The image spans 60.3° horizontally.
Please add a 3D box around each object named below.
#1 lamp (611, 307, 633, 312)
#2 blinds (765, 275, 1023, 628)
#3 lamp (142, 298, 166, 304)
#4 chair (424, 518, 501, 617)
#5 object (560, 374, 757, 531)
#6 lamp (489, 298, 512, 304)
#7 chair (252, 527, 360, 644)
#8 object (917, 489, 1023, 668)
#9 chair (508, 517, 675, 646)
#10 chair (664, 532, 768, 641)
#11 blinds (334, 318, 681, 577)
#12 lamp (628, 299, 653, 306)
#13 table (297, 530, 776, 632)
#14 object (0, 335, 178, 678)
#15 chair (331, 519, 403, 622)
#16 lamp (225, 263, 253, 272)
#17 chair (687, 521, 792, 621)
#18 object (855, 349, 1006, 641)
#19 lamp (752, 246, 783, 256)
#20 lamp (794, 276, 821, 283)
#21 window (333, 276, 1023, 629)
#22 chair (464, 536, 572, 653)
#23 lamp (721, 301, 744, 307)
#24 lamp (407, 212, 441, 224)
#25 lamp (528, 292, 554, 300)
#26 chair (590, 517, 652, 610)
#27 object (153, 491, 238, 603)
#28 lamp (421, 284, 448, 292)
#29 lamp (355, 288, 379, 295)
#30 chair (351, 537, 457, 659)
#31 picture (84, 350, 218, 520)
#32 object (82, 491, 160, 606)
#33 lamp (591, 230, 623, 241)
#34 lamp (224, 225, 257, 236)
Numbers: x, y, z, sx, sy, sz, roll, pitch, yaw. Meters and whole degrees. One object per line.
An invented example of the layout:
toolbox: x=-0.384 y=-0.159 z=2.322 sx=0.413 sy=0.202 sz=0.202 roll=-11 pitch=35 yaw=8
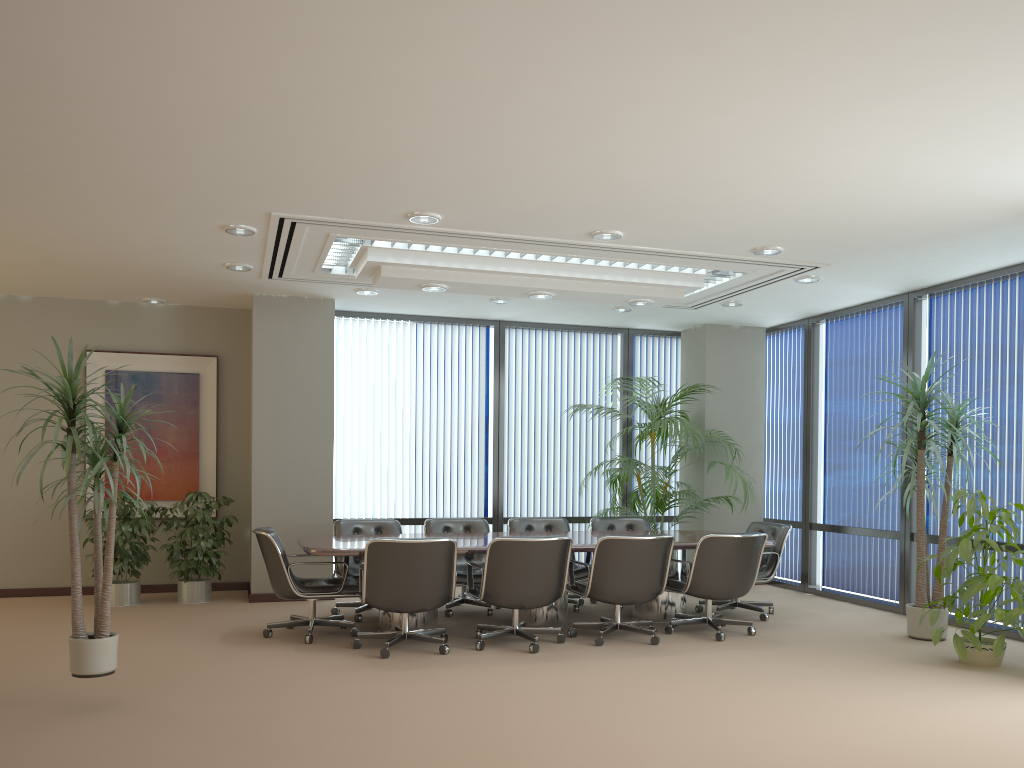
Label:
lamp: x=1.158 y=-0.781 z=9.276 sx=0.225 sy=0.035 sz=0.226 roll=0 pitch=-5 yaw=7
blinds: x=3.713 y=0.686 z=8.666 sx=0.050 sy=2.902 sz=4.944 roll=0 pitch=-4 yaw=-18
lamp: x=-3.680 y=-0.848 z=9.062 sx=0.225 sy=0.035 sz=0.226 roll=1 pitch=-5 yaw=-7
chair: x=-0.448 y=1.714 z=8.341 sx=0.759 sy=0.858 sz=0.854 roll=1 pitch=-2 yaw=-18
object: x=1.613 y=1.062 z=9.861 sx=2.166 sy=2.478 sz=2.093 roll=0 pitch=-2 yaw=3
lamp: x=-0.116 y=-0.831 z=8.872 sx=0.225 sy=0.035 sz=0.226 roll=0 pitch=-5 yaw=7
chair: x=-1.632 y=1.579 z=7.043 sx=0.853 sy=0.858 sz=0.760 roll=1 pitch=-2 yaw=-18
object: x=3.348 y=1.397 z=6.178 sx=0.980 sy=1.312 sz=0.857 roll=-1 pitch=-2 yaw=43
chair: x=0.614 y=1.673 z=7.800 sx=0.759 sy=0.856 sz=2.536 roll=1 pitch=-5 yaw=-18
chair: x=1.640 y=1.634 z=7.289 sx=0.735 sy=0.858 sz=0.854 roll=1 pitch=-2 yaw=-23
blinds: x=0.391 y=0.819 z=10.412 sx=4.896 sy=2.910 sz=0.031 roll=2 pitch=0 yaw=-18
lamp: x=1.153 y=-0.723 z=7.908 sx=0.225 sy=0.035 sz=0.226 roll=0 pitch=-5 yaw=7
table: x=0.239 y=1.710 z=7.670 sx=4.070 sy=0.749 sz=1.511 roll=2 pitch=-5 yaw=-18
object: x=-2.332 y=0.686 z=4.842 sx=0.818 sy=1.832 sz=0.805 roll=1 pitch=0 yaw=-42
chair: x=-1.246 y=1.678 z=8.046 sx=0.759 sy=0.858 sz=0.854 roll=1 pitch=-2 yaw=-23
lamp: x=-2.314 y=-0.985 z=7.473 sx=0.225 sy=0.035 sz=0.226 roll=1 pitch=-5 yaw=0
chair: x=2.154 y=1.729 z=8.242 sx=0.853 sy=0.858 sz=0.760 roll=1 pitch=-2 yaw=-18
object: x=3.365 y=0.914 z=7.125 sx=1.032 sy=2.313 sz=1.017 roll=1 pitch=0 yaw=-42
lamp: x=1.957 y=-1.012 z=6.752 sx=0.225 sy=0.035 sz=0.226 roll=0 pitch=-5 yaw=7
lamp: x=2.596 y=-0.912 z=7.738 sx=0.225 sy=0.035 sz=0.226 roll=3 pitch=-6 yaw=-28
window: x=2.091 y=0.761 z=9.552 sx=7.374 sy=2.911 sz=3.541 roll=-2 pitch=-4 yaw=28
chair: x=0.058 y=1.568 z=6.746 sx=0.759 sy=0.858 sz=0.854 roll=1 pitch=-2 yaw=-18
lamp: x=2.225 y=-0.805 z=8.911 sx=0.225 sy=0.035 sz=0.226 roll=1 pitch=-5 yaw=-7
lamp: x=-0.592 y=-1.113 z=5.945 sx=0.225 sy=0.035 sz=0.226 roll=3 pitch=-6 yaw=-28
lamp: x=0.253 y=-0.758 z=7.622 sx=0.225 sy=0.035 sz=0.226 roll=0 pitch=-5 yaw=7
chair: x=1.182 y=1.774 z=8.813 sx=0.759 sy=0.858 sz=0.854 roll=1 pitch=-2 yaw=-13
object: x=-3.158 y=1.614 z=8.787 sx=0.736 sy=1.093 sz=0.800 roll=0 pitch=-1 yaw=14
lamp: x=-0.648 y=-0.794 z=7.337 sx=0.225 sy=0.035 sz=0.226 roll=1 pitch=-5 yaw=0
lamp: x=-1.391 y=-0.882 z=8.468 sx=0.225 sy=0.035 sz=0.226 roll=1 pitch=-5 yaw=0
chair: x=-0.796 y=1.538 z=6.522 sx=0.753 sy=0.858 sz=0.859 roll=1 pitch=-2 yaw=-14
picture: x=-3.763 y=0.548 z=9.238 sx=1.296 sy=1.747 sz=0.058 roll=1 pitch=0 yaw=-18
object: x=-3.743 y=1.584 z=8.534 sx=0.737 sy=1.093 sz=0.798 roll=1 pitch=-2 yaw=-36
lamp: x=0.683 y=-1.062 z=6.349 sx=0.225 sy=0.035 sz=0.226 roll=0 pitch=-5 yaw=7
lamp: x=-1.942 y=-1.092 z=6.300 sx=0.225 sy=0.035 sz=0.226 roll=2 pitch=-5 yaw=-14
